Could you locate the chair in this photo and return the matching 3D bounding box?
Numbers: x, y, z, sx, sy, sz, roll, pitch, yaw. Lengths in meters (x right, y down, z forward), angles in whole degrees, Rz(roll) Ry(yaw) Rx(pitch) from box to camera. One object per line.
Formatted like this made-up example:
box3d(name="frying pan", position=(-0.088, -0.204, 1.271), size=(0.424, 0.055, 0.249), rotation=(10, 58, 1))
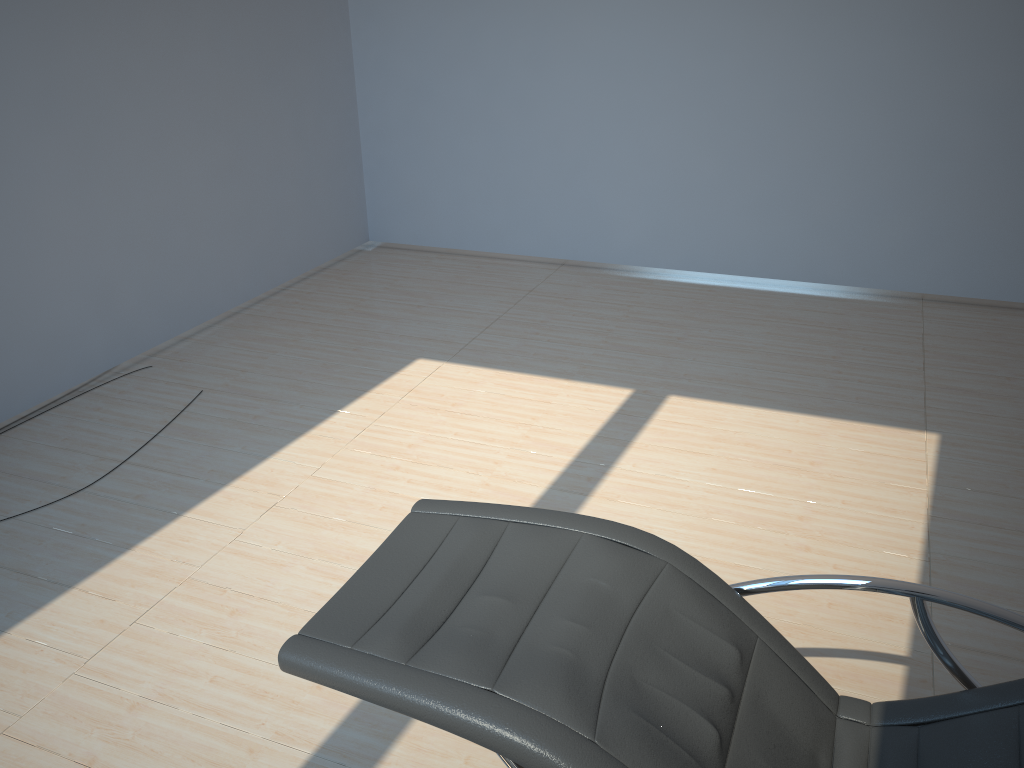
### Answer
box3d(name="chair", position=(0.636, 0.741, 1.698), size=(2.114, 0.953, 0.836), rotation=(9, 26, 21))
